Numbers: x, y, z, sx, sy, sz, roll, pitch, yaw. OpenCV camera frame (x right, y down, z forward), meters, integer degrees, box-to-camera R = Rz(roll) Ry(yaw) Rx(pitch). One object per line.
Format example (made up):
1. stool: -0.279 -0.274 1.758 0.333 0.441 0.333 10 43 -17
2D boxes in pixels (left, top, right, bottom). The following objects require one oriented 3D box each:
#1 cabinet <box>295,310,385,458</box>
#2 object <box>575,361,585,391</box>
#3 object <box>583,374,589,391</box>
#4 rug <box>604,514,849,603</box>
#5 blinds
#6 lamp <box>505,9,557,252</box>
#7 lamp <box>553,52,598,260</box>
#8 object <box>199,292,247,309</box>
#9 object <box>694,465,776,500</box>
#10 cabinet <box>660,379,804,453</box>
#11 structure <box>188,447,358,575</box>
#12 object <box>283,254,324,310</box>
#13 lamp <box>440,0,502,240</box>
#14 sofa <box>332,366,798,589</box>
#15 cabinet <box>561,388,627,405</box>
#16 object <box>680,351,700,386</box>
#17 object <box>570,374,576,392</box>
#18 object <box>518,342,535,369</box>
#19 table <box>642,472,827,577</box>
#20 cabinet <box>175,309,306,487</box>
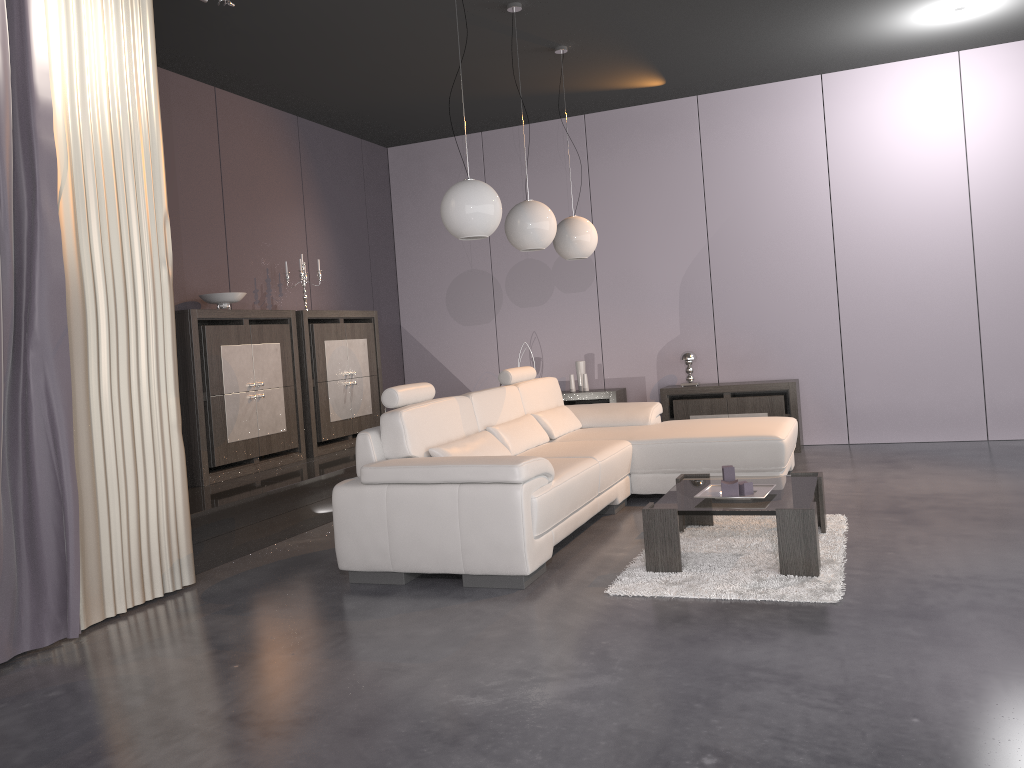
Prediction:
1. cabinet: -1.430 -0.032 6.994 0.411 1.074 1.074 -4 1 22
2. object: 0.609 -0.072 7.790 0.089 0.264 0.089 -4 0 -17
3. object: 0.638 -0.013 7.687 0.051 0.152 0.051 -4 0 0
4. rug: 1.050 0.757 4.063 0.915 0.023 1.529 -3 3 21
5. blinds: -1.924 -0.470 3.080 0.248 2.996 3.295 -4 1 22
6. lamp: 0.067 -1.490 5.190 0.306 1.415 0.307 -4 0 25
7. lamp: 0.387 -1.555 6.021 0.306 1.415 0.307 -4 0 25
8. object: -1.929 -0.539 5.921 0.309 0.116 0.308 -6 3 -35
9. object: 0.998 0.434 3.965 0.304 0.136 0.305 -3 3 26
10. cabinet: 1.798 0.276 7.260 1.071 0.555 0.378 -3 1 21
11. structure: -2.354 0.884 3.767 0.999 0.300 8.790 -3 3 21
12. object: -1.591 -0.771 6.766 0.229 0.446 0.230 -4 1 39
13. lamp: -0.244 -1.428 4.394 0.307 1.415 0.306 -4 0 -11
14. sofa: 0.545 0.328 4.990 1.866 0.858 2.868 -3 3 21
15. cabinet: 0.455 0.350 7.787 1.071 0.555 0.378 -3 1 21
16. object: 1.482 -0.134 7.401 0.140 0.284 0.140 -4 1 21
17. object: 0.526 -0.007 7.731 0.051 0.152 0.051 -4 0 0
18. object: 0.132 -0.143 7.896 0.123 0.465 0.108 -4 0 22
19. table: 1.053 0.618 4.073 0.700 0.270 0.907 -3 3 21
20. cabinet: -1.853 0.053 5.909 0.411 1.074 1.074 -4 1 22
